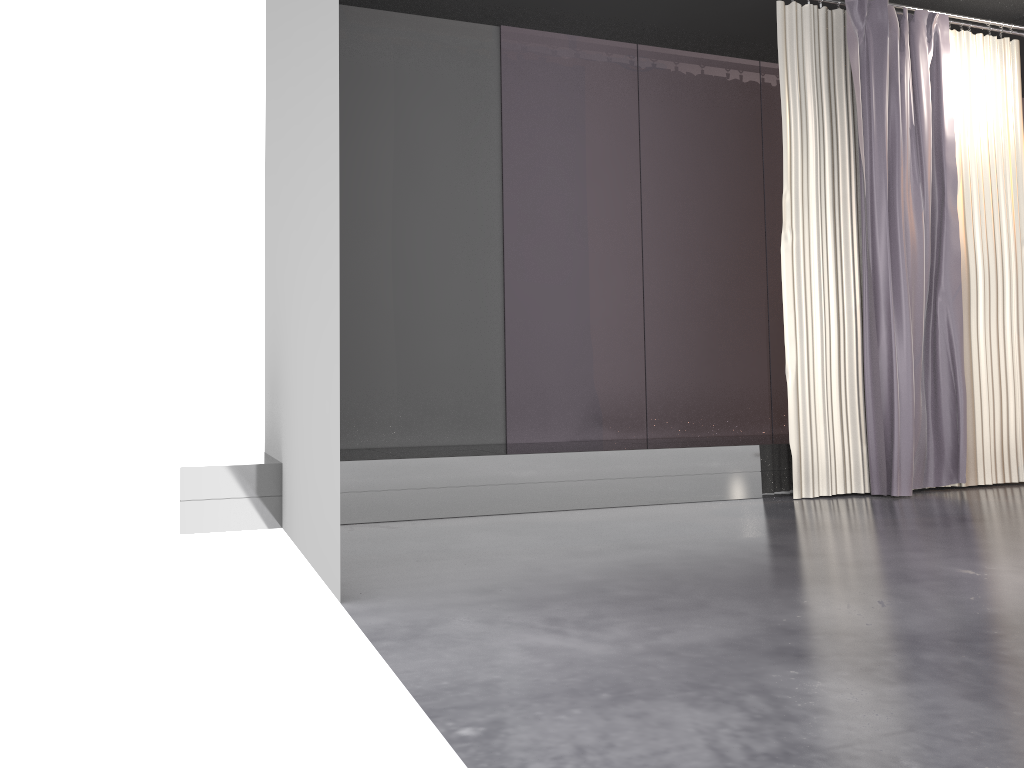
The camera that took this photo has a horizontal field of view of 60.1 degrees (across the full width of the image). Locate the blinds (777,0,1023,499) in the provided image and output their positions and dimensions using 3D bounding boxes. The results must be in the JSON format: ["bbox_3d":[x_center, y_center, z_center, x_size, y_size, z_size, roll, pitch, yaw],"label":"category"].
[{"bbox_3d":[2.275,-0.871,5.173,3.288,3.006,0.248,0,-4,-20],"label":"blinds"}]

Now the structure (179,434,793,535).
[{"bbox_3d":[2.458,0.493,5.937,8.770,0.301,0.998,-1,-1,-20],"label":"structure"}]
